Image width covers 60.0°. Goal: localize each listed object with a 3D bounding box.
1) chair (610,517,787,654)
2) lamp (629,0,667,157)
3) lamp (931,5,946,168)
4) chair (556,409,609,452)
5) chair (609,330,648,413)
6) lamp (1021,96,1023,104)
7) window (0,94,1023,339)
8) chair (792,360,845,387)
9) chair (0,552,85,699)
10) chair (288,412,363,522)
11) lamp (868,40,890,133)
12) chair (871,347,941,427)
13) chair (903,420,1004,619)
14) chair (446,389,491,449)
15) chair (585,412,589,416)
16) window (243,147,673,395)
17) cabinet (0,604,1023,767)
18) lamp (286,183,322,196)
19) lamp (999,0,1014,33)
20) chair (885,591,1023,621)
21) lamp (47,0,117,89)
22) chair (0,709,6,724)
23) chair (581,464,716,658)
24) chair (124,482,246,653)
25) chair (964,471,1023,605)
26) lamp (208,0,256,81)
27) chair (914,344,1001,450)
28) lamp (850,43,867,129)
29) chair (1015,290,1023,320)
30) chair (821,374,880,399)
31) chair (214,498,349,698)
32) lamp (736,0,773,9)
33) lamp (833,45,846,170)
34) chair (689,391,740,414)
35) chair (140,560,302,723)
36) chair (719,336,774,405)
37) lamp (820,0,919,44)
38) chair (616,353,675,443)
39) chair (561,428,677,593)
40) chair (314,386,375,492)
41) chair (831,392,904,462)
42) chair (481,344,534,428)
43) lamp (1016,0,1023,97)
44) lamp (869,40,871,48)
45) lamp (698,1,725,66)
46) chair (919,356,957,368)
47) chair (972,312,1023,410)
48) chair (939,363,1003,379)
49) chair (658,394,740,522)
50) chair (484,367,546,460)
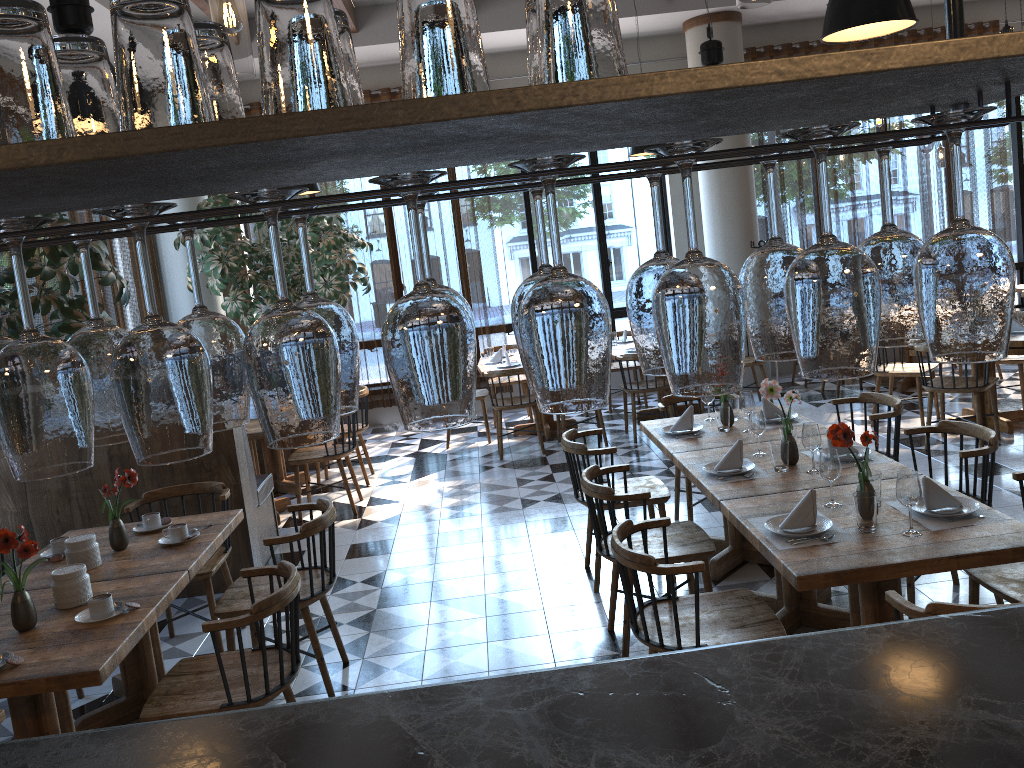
[{"bbox_3d":[0.670,0.917,3.185,0.550,0.813,0.522,-7,7,-2],"label":"chair"},{"bbox_3d":[1.179,-3.073,8.205,0.391,1.856,0.391,-10,7,-24],"label":"lamp"},{"bbox_3d":[4.634,-3.354,9.683,0.078,1.955,0.078,-2,8,38],"label":"lamp"},{"bbox_3d":[0.614,0.158,8.190,0.519,0.813,0.552,-7,7,-2],"label":"chair"},{"bbox_3d":[1.199,-0.144,9.715,0.519,0.813,0.552,-7,7,-2],"label":"chair"},{"bbox_3d":[4.631,-3.584,7.962,0.175,2.061,0.176,-6,6,6],"label":"lamp"},{"bbox_3d":[1.847,-1.741,9.442,15.172,3.150,4.503,-11,9,-25],"label":"window"},{"bbox_3d":[3.354,-0.421,9.867,0.550,0.813,0.522,-7,7,-2],"label":"chair"},{"bbox_3d":[-2.316,1.149,3.973,0.550,0.813,0.522,-7,7,-2],"label":"chair"},{"bbox_3d":[-1.446,0.593,6.937,0.550,0.813,0.522,-7,7,-2],"label":"chair"},{"bbox_3d":[3.169,-3.211,7.803,0.175,2.061,0.175,-9,7,-16],"label":"lamp"},{"bbox_3d":[3.322,-0.069,7.586,0.549,0.813,0.522,0,10,43],"label":"chair"},{"bbox_3d":[1.947,0.628,4.093,0.550,0.813,0.522,-7,7,-2],"label":"chair"},{"bbox_3d":[-0.501,0.182,8.894,0.550,0.813,0.522,-7,7,-2],"label":"chair"},{"bbox_3d":[0.554,-0.064,9.692,0.519,0.813,0.552,-7,7,-2],"label":"chair"},{"bbox_3d":[-0.587,-1.600,10.396,4.966,3.152,0.366,-7,6,-2],"label":"window"},{"bbox_3d":[-0.305,1.337,0.040,5.994,1.159,3.043,-7,8,-2],"label":"cabinet"},{"bbox_3d":[-2.063,-2.673,8.091,0.390,1.856,0.392,-6,6,11],"label":"lamp"},{"bbox_3d":[3.149,-3.066,5.716,0.175,2.061,0.176,-6,6,5],"label":"lamp"},{"bbox_3d":[1.360,0.928,2.581,0.519,0.813,0.552,-7,7,-2],"label":"chair"},{"bbox_3d":[-1.844,-2.001,3.529,0.390,1.856,0.392,0,9,45],"label":"lamp"},{"bbox_3d":[-1.606,1.294,2.475,0.519,0.813,0.552,-7,7,-2],"label":"chair"},{"bbox_3d":[0.629,0.790,4.046,0.550,0.813,0.522,-7,7,-2],"label":"chair"},{"bbox_3d":[-1.695,0.980,4.595,0.519,0.813,0.552,-7,7,-2],"label":"chair"},{"bbox_3d":[1.988,0.754,3.231,0.550,0.813,0.522,-7,7,-2],"label":"chair"},{"bbox_3d":[-0.716,-1.638,1.837,0.078,1.955,0.078,-6,6,6],"label":"lamp"},{"bbox_3d":[3.366,0.065,6.680,0.519,0.813,0.552,0,10,43],"label":"chair"},{"bbox_3d":[3.021,-3.351,7.966,0.175,2.061,0.176,-1,8,40],"label":"lamp"},{"bbox_3d":[5.538,-0.691,9.945,0.550,0.813,0.522,-7,7,-2],"label":"chair"},{"bbox_3d":[3.394,-0.298,9.029,0.550,0.813,0.522,-7,7,-2],"label":"chair"},{"bbox_3d":[-1.026,0.990,4.018,0.550,0.813,0.522,-7,7,-2],"label":"chair"},{"bbox_3d":[0.428,-1.813,1.873,0.078,1.955,0.078,-3,7,33],"label":"lamp"},{"bbox_3d":[3.521,-3.322,9.633,0.078,1.955,0.078,-10,7,-26],"label":"lamp"},{"bbox_3d":[1.884,0.002,8.235,0.519,0.813,0.552,-7,7,-2],"label":"chair"},{"bbox_3d":[-0.985,1.115,3.165,0.550,0.813,0.522,-7,7,-2],"label":"chair"},{"bbox_3d":[2.365,-0.171,8.995,0.550,0.813,0.522,-7,7,-2],"label":"chair"},{"bbox_3d":[1.398,-2.401,3.643,0.391,1.856,0.391,-10,7,-24],"label":"lamp"},{"bbox_3d":[1.259,0.079,8.213,0.519,0.813,0.552,-7,7,-2],"label":"chair"},{"bbox_3d":[0.587,0.663,4.909,0.550,0.813,0.522,-7,7,-2],"label":"chair"},{"bbox_3d":[-1.487,0.467,7.790,0.550,0.813,0.522,-7,7,-2],"label":"chair"},{"bbox_3d":[1.906,0.501,4.954,0.550,0.813,0.522,-7,7,-2],"label":"chair"},{"bbox_3d":[-0.036,0.008,9.672,0.519,0.813,0.552,-7,7,-2],"label":"chair"},{"bbox_3d":[3.145,-2.860,5.522,0.175,2.061,0.176,-5,7,16],"label":"lamp"},{"bbox_3d":[3.027,-3.394,7.580,0.175,2.061,0.175,-9,7,-16],"label":"lamp"},{"bbox_3d":[1.289,-2.739,5.937,0.391,1.856,0.391,-8,7,-14],"label":"lamp"},{"bbox_3d":[4.649,-0.581,9.913,0.550,0.813,0.522,-7,7,-2],"label":"chair"},{"bbox_3d":[4.227,-0.180,7.618,0.519,0.813,0.552,0,10,43],"label":"chair"},{"bbox_3d":[4.690,-0.458,9.075,0.550,0.813,0.522,-7,7,-2],"label":"chair"},{"bbox_3d":[1.229,0.488,5.561,0.519,0.813,0.552,-7,7,-2],"label":"chair"},{"bbox_3d":[0.042,0.229,8.170,0.519,0.813,0.552,-7,7,-2],"label":"chair"}]
